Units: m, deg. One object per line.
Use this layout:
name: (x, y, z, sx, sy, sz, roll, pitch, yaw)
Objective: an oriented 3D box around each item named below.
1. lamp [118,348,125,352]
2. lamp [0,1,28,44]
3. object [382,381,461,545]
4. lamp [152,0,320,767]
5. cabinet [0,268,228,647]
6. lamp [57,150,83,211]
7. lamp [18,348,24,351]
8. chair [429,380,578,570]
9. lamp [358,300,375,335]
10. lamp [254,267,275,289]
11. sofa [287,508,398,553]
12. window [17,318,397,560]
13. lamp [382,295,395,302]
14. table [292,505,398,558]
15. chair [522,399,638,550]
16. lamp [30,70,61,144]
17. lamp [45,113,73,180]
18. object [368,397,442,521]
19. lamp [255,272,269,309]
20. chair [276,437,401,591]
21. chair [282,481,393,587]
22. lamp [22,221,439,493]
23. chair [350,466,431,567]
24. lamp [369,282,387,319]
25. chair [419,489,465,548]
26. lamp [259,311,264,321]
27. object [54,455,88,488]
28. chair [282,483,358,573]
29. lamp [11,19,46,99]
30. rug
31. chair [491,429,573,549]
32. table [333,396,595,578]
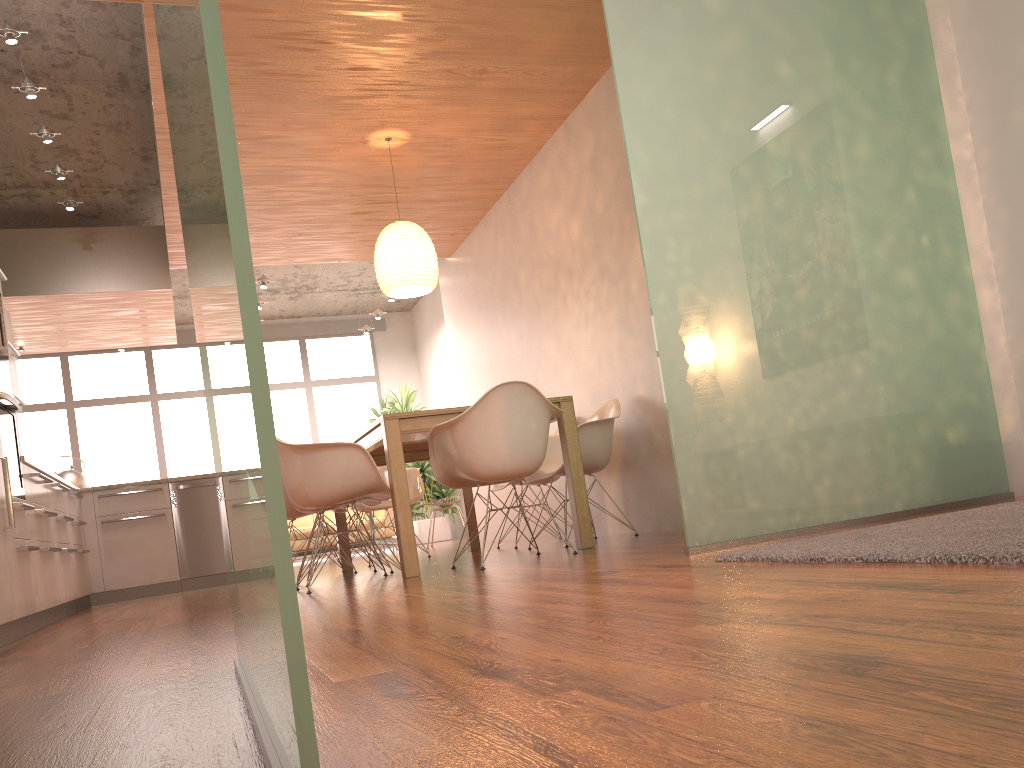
lamp: (-4.877, -0.646, 10.985, 0.135, 0.480, 0.197, -11, -4, 37)
lamp: (-2.547, -1.942, 4.430, 0.104, 0.468, 0.152, -11, -4, 37)
object: (-1.140, 1.020, 11.511, 0.964, 2.093, 1.089, -8, -4, -7)
lamp: (-0.702, -0.667, 4.837, 0.445, 3.374, 8.295, -8, -7, -3)
cabinet: (-2.658, 0.286, 5.526, 1.903, 2.261, 4.303, -6, -7, -20)
lamp: (-3.307, -1.523, 6.566, 0.104, 0.468, 0.152, -11, -4, 37)
lamp: (-5.028, -0.565, 9.007, 0.155, 0.468, 0.102, -11, -4, 42)
chair: (-0.049, 0.465, 4.439, 0.679, 0.856, 0.652, -6, -5, -25)
lamp: (-2.007, -0.915, 12.024, 0.135, 0.480, 0.197, -11, -4, 37)
lamp: (-2.610, -1.235, 9.195, 0.135, 0.480, 0.197, -11, -4, 37)
sofa: (-2.422, 1.759, 10.921, 1.791, 0.833, 0.890, -6, -6, -20)
window: (-5.616, 1.033, 11.394, 8.511, 3.263, 0.063, -6, -4, -20)
lamp: (-1.459, -1.217, 10.482, 0.135, 0.480, 0.197, -11, -4, 37)
table: (-1.983, 1.659, 9.707, 1.860, 0.556, 0.953, -5, -7, -20)
chair: (0.411, 0.542, 5.435, 0.638, 0.856, 0.694, -6, -6, -30)
lamp: (-2.926, -1.733, 5.497, 0.104, 0.468, 0.152, -11, -4, 37)
lamp: (-3.117, -1.628, 6.031, 0.104, 0.468, 0.152, -11, -4, 37)
object: (-1.380, 1.146, 12.142, 1.079, 2.093, 0.973, -8, -4, -2)
lamp: (-2.885, -1.084, 9.966, 0.135, 0.480, 0.197, -11, -4, 37)
chair: (-0.946, 0.609, 4.575, 0.638, 0.844, 0.694, -6, -5, -25)
chair: (-1.107, 0.737, 5.251, 0.638, 0.856, 0.694, -6, -5, -25)
lamp: (-2.308, -0.050, 6.327, 3.197, 1.339, 3.110, -6, -8, -20)
chair: (-1.031, 0.953, 6.822, 0.679, 0.856, 0.652, -5, -6, -35)
lamp: (-1.733, -1.066, 11.253, 0.135, 0.480, 0.197, -11, -4, 37)
chair: (-0.684, 1.237, 9.279, 0.561, 0.896, 0.547, -8, -4, 0)
lamp: (-3.159, -0.933, 10.737, 0.135, 0.480, 0.197, -11, -4, 37)
object: (-3.515, 0.715, 6.997, 0.262, 0.303, 0.264, -8, -5, -4)
chair: (-1.429, 0.876, 5.886, 0.638, 0.856, 0.694, -6, -5, -25)
lamp: (-2.736, -1.838, 4.962, 0.104, 0.468, 0.152, -11, -4, 37)
rug: (1.585, 0.315, 2.061, 1.272, 0.009, 2.101, -5, -9, -20)
chair: (0.179, 0.698, 6.281, 0.639, 0.856, 0.693, -7, -5, -20)
table: (-0.444, 0.695, 5.463, 1.020, 0.804, 2.102, -6, -8, -20)
